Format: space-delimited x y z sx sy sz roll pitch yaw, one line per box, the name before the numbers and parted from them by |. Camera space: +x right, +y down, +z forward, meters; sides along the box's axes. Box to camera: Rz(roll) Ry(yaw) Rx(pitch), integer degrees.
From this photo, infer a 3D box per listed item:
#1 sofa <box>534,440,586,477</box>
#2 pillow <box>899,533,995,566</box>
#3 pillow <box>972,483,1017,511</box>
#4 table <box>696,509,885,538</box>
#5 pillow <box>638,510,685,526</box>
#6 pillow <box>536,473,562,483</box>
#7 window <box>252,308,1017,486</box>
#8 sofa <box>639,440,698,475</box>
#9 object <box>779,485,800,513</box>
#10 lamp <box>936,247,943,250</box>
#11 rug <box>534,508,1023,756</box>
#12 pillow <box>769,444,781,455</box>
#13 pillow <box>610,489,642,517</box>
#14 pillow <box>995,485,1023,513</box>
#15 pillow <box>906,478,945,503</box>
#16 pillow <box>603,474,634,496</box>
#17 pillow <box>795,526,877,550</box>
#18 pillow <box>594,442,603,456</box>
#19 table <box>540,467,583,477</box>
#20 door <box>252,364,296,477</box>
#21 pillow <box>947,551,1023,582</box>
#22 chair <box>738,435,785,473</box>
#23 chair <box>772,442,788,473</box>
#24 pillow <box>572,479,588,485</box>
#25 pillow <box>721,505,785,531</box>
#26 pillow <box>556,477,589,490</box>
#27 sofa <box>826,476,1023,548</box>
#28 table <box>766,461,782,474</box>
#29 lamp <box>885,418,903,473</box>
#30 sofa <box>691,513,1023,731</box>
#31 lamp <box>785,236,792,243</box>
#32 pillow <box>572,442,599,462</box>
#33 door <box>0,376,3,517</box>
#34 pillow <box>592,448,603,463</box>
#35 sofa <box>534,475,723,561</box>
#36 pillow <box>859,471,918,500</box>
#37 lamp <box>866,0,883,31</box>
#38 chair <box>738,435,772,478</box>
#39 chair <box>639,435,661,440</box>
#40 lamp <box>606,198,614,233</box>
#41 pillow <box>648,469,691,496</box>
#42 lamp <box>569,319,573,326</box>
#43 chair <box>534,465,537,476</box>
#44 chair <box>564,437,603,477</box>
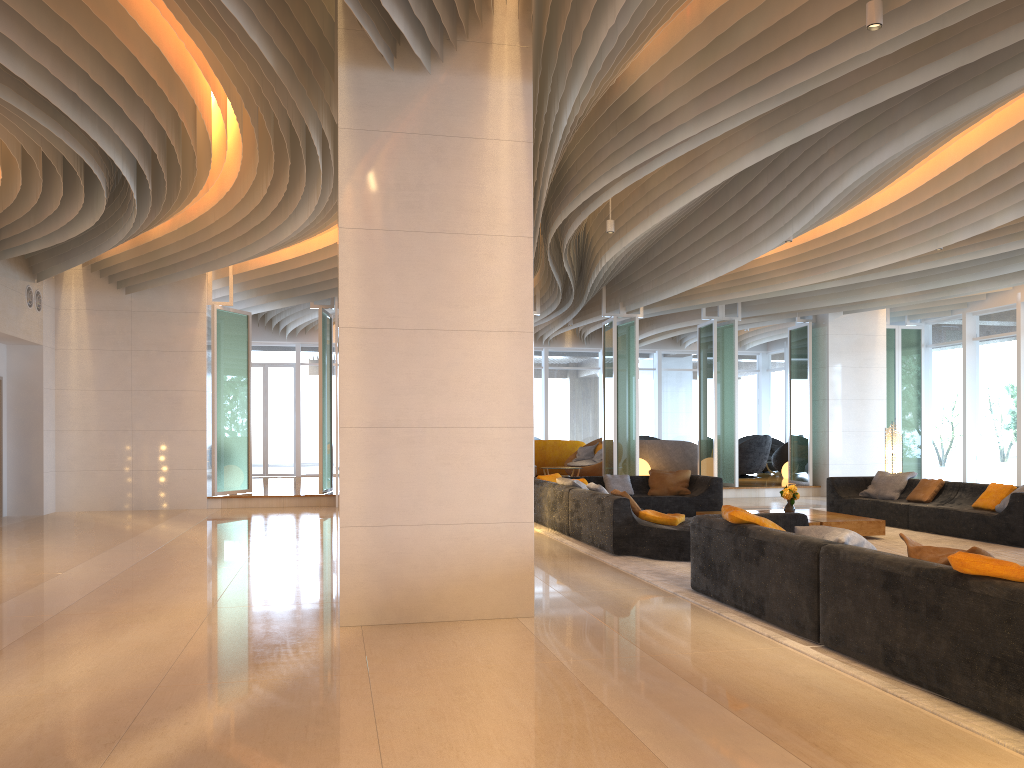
sofa | 0.565 1.762 20.805 2.594 0.900 1.097 1 -2 -23
pillow | 2.223 0.970 4.407 0.447 0.409 0.598 0 -2 -10
pillow | 5.614 1.313 10.332 0.324 0.312 0.405 0 -2 -10
table | 3.261 1.682 10.576 1.612 0.220 1.591 1 -3 -12
pillow | 1.507 1.332 8.881 0.406 0.136 0.422 -1 -3 22
pillow | 0.601 1.447 12.760 0.416 0.316 0.335 2 -3 -40
window | 7.958 -0.164 8.817 53.551 3.218 22.549 -3 -5 43
sofa | 3.299 1.702 19.917 2.520 0.900 1.129 -2 -3 37
object | 3.368 1.393 10.752 0.233 0.377 0.269 -1 -1 20
lamp | 5.322 -2.430 11.067 0.088 1.505 0.090 0 0 33
rug | 4.209 1.517 5.870 5.552 0.022 16.121 1 -3 -12
pillow | 7.044 1.762 23.637 0.499 0.408 0.468 -1 -2 15
pillow | 1.214 1.245 9.131 0.330 0.311 0.421 0 -2 -10
pillow | 5.730 1.255 9.836 0.544 0.377 0.643 -1 -3 10
pillow | 5.373 1.383 11.526 0.324 0.312 0.405 0 -2 -14
pillow | 1.558 1.481 12.991 0.410 0.312 0.320 0 -2 -10
pillow | 2.020 1.068 5.420 0.423 0.376 0.583 0 -2 -10
pillow | 2.041 1.508 19.812 0.378 0.422 0.596 1 -2 -34
table | 1.044 1.944 18.965 0.831 0.318 1.065 2 -4 -30
door | -6.109 0.907 21.985 1.470 2.770 0.060 0 0 -13
pillow | 2.278 0.911 3.764 0.556 0.377 0.629 1 -3 -34
chair | 6.688 1.853 23.585 1.518 1.005 1.137 0 -2 0
chair | 7.076 1.736 21.592 1.527 1.005 1.131 0 -2 -10
pillow | 0.855 1.355 11.232 0.415 0.335 0.330 -2 -3 43
pillow | 1.772 1.060 6.279 0.544 0.377 0.643 -1 -3 10
pillow | 0.877 1.343 10.894 0.551 0.376 0.646 1 -3 -17
sofa | 5.345 1.520 11.062 0.948 0.582 3.754 0 -3 -11
table | 6.955 2.138 22.584 1.084 0.318 0.816 0 -3 -6
lamp | 5.755 1.232 13.371 0.252 1.450 0.248 0 0 -12
sofa | 2.158 1.179 5.052 0.948 0.582 3.754 0 -3 -11
lamp | 3.301 -2.451 10.594 0.088 1.505 0.090 0 0 33
pillow | 1.678 1.537 19.982 0.610 0.454 0.480 -2 -2 39
door | -7.602 0.901 12.562 0.248 2.100 1.396 0 -1 -11
pillow | 2.004 1.530 19.391 0.466 0.408 0.501 0 -2 -10
sofa | 1.973 1.483 10.856 2.845 0.653 5.057 0 -3 -12
pillow | 5.224 1.404 12.350 0.556 0.377 0.629 1 -3 -34
lamp | 2.052 -2.773 5.025 0.090 1.505 0.088 0 0 -21
chair | 5.466 1.697 20.838 1.544 1.005 1.117 2 -3 -40
chair | 3.599 1.766 21.932 1.541 1.005 1.120 1 -2 -30
lamp | 1.117 -2.474 10.085 0.088 1.505 0.090 0 0 33
pillow | 2.345 1.462 13.191 0.635 0.377 0.551 -1 -2 10
lamp | 1.229 -1.976 18.619 0.089 1.505 0.089 0 0 -3
chair | -0.051 1.586 18.659 1.139 1.005 1.515 0 -2 -4
chair | 1.818 1.641 19.690 1.151 1.005 1.499 1 -2 -24
